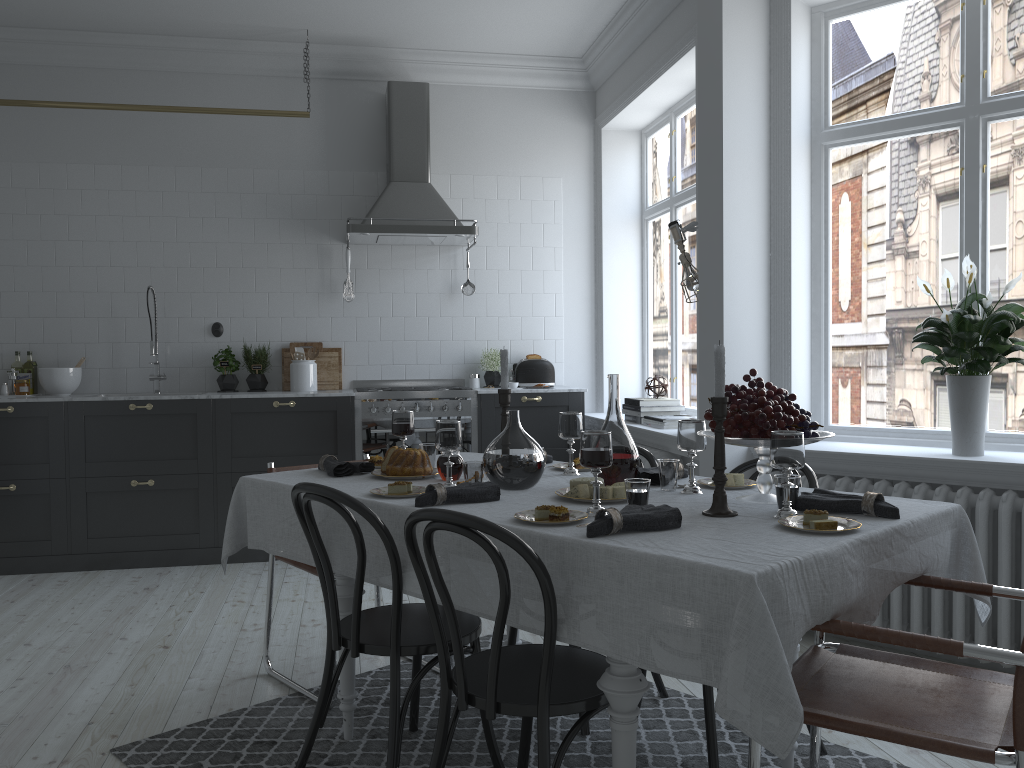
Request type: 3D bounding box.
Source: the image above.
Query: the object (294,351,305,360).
[{"bbox_3d":[-1.420,-0.084,5.869,0.054,0.262,0.149,-2,2,-36],"label":"object"}]

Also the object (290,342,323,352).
[{"bbox_3d":[-1.400,-0.119,6.042,0.220,0.330,0.041,-1,2,-11],"label":"object"}]

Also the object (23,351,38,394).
[{"bbox_3d":[-3.092,-0.070,5.709,0.089,0.282,0.082,-1,2,-11],"label":"object"}]

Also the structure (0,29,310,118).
[{"bbox_3d":[-2.269,-1.969,5.489,1.988,0.556,0.053,-1,2,-11],"label":"structure"}]

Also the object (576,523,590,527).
[{"bbox_3d":[0.206,0.333,2.148,0.131,0.012,0.031,-2,2,-43],"label":"object"}]

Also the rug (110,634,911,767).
[{"bbox_3d":[0.056,1.155,2.639,1.701,0.021,2.166,-2,2,-43],"label":"rug"}]

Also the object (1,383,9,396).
[{"bbox_3d":[-3.163,0.035,5.532,0.046,0.084,0.046,-1,2,-24],"label":"object"}]

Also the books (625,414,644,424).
[{"bbox_3d":[0.872,0.213,5.487,0.259,0.044,0.351,-1,2,-9],"label":"books"}]

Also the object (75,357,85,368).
[{"bbox_3d":[-2.826,-0.056,5.692,0.042,0.232,0.209,0,2,30],"label":"object"}]

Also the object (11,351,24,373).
[{"bbox_3d":[-3.173,-0.069,5.699,0.066,0.282,0.066,-1,2,-16],"label":"object"}]

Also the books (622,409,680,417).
[{"bbox_3d":[0.861,0.176,5.495,0.259,0.031,0.328,-1,2,-13],"label":"books"}]

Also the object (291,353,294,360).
[{"bbox_3d":[-1.417,-0.080,5.893,0.117,0.251,0.061,0,2,19],"label":"object"}]

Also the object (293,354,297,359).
[{"bbox_3d":[-1.402,-0.081,5.940,0.118,0.250,0.033,-1,2,-11],"label":"object"}]

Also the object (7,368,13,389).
[{"bbox_3d":[-3.173,-0.012,5.634,0.059,0.172,0.059,0,2,21],"label":"object"}]

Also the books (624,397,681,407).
[{"bbox_3d":[0.867,0.110,5.496,0.259,0.038,0.325,-1,2,-9],"label":"books"}]

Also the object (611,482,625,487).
[{"bbox_3d":[0.297,0.303,2.581,0.039,0.040,0.077,-2,2,-31],"label":"object"}]

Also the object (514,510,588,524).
[{"bbox_3d":[0.097,0.332,2.202,0.182,0.013,0.182,0,2,4],"label":"object"}]

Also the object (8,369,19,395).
[{"bbox_3d":[-3.134,-0.011,5.581,0.059,0.172,0.059,0,2,21],"label":"object"}]

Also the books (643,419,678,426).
[{"bbox_3d":[0.936,0.217,5.127,0.254,0.019,0.337,-1,2,-13],"label":"books"}]

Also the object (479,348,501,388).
[{"bbox_3d":[-0.135,-0.115,6.198,0.210,0.283,0.220,-1,2,2],"label":"object"}]

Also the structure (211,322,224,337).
[{"bbox_3d":[-1.981,-0.365,5.958,0.079,0.103,0.032,-1,2,-11],"label":"structure"}]

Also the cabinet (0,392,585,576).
[{"bbox_3d":[-1.472,0.580,5.769,3.897,1.012,0.646,-1,2,-11],"label":"cabinet"}]

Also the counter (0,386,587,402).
[{"bbox_3d":[-1.480,0.063,5.764,3.902,0.020,0.624,-1,2,-11],"label":"counter"}]

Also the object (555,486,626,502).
[{"bbox_3d":[0.250,0.319,2.540,0.251,0.018,0.251,-1,2,-11],"label":"object"}]

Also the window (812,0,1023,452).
[{"bbox_3d":[2.211,-0.737,3.523,2.079,2.080,0.061,1,2,42],"label":"window"}]

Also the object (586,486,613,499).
[{"bbox_3d":[0.243,0.308,2.479,0.077,0.040,0.040,0,2,8],"label":"object"}]

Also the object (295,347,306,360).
[{"bbox_3d":[-1.391,-0.101,5.913,0.064,0.290,0.141,-2,2,-37],"label":"object"}]

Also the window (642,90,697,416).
[{"bbox_3d":[1.135,-0.789,5.591,0.061,2.080,1.716,-1,2,-11],"label":"window"}]

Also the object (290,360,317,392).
[{"bbox_3d":[-1.387,-0.055,5.905,0.174,0.208,0.174,-1,2,-15],"label":"object"}]

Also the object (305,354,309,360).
[{"bbox_3d":[-1.369,-0.081,5.949,0.114,0.247,0.050,1,2,44],"label":"object"}]

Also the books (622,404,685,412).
[{"bbox_3d":[0.874,0.145,5.485,0.287,0.031,0.351,-1,2,-11],"label":"books"}]

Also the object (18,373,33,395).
[{"bbox_3d":[-3.109,0.002,5.657,0.077,0.141,0.044,-1,2,-11],"label":"object"}]

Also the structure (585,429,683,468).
[{"bbox_3d":[0.680,0.718,5.521,0.245,0.753,1.673,-1,2,-11],"label":"structure"}]

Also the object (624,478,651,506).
[{"bbox_3d":[0.316,0.288,2.233,0.066,0.094,0.066,-1,2,-22],"label":"object"}]

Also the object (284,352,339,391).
[{"bbox_3d":[-1.362,-0.085,6.025,0.360,0.261,0.053,-1,2,-11],"label":"object"}]

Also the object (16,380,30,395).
[{"bbox_3d":[-3.067,0.024,5.560,0.078,0.101,0.078,0,2,18],"label":"object"}]

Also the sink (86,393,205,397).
[{"bbox_3d":[-2.281,0.169,5.569,0.669,0.203,0.384,-1,2,-11],"label":"sink"}]

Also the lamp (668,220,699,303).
[{"bbox_3d":[0.868,-0.287,4.157,0.131,0.977,0.312,-2,2,-36],"label":"lamp"}]

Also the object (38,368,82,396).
[{"bbox_3d":[-2.879,-0.016,5.653,0.247,0.175,0.247,-1,2,3],"label":"object"}]

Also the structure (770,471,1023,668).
[{"bbox_3d":[1.763,0.770,3.446,1.710,0.753,0.245,1,2,42],"label":"structure"}]

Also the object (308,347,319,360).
[{"bbox_3d":[-1.361,-0.103,5.947,0.131,0.296,0.056,-2,2,-31],"label":"object"}]

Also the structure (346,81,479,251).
[{"bbox_3d":[-0.681,-1.457,5.900,0.843,1.079,0.567,-1,2,-11],"label":"structure"}]

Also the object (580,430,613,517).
[{"bbox_3d":[0.215,0.229,2.265,0.083,0.215,0.083,-1,2,-6],"label":"object"}]

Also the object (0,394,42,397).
[{"bbox_3d":[-3.119,0.071,5.622,0.180,0.008,0.272,-1,2,-11],"label":"object"}]

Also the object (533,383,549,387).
[{"bbox_3d":[0.188,0.012,5.989,0.119,0.031,0.074,0,2,22],"label":"object"}]

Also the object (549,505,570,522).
[{"bbox_3d":[0.116,0.319,2.178,0.036,0.039,0.051,0,2,29],"label":"object"}]

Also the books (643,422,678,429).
[{"bbox_3d":[0.936,0.236,5.122,0.254,0.019,0.343,-1,2,-11],"label":"books"}]

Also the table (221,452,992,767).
[{"bbox_3d":[0.125,0.738,2.729,1.210,0.842,2.179,-2,2,-44],"label":"table"}]

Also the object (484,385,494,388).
[{"bbox_3d":[-0.173,0.020,6.118,0.091,0.018,0.062,-1,2,-13],"label":"object"}]

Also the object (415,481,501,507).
[{"bbox_3d":[-0.139,0.304,2.476,0.165,0.061,0.247,0,2,29],"label":"object"}]

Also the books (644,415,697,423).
[{"bbox_3d":[0.946,0.200,5.125,0.274,0.016,0.341,-1,2,-9],"label":"books"}]

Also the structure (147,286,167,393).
[{"bbox_3d":[-2.294,-0.281,5.676,0.100,0.692,0.266,-1,2,-11],"label":"structure"}]

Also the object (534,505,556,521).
[{"bbox_3d":[0.084,0.319,2.203,0.057,0.037,0.021,-2,2,-30],"label":"object"}]

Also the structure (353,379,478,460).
[{"bbox_3d":[-0.653,0.525,5.922,0.779,1.096,0.651,-1,2,-11],"label":"structure"}]

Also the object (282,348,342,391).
[{"bbox_3d":[-1.369,-0.101,6.080,0.400,0.290,0.030,-1,2,-11],"label":"object"}]

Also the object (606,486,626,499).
[{"bbox_3d":[0.283,0.308,2.522,0.040,0.039,0.077,-2,2,-41],"label":"object"}]

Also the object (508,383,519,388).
[{"bbox_3d":[0.008,0.012,5.878,0.072,0.040,0.070,-1,2,-19],"label":"object"}]

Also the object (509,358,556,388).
[{"bbox_3d":[0.144,-0.081,6.254,0.326,0.207,0.219,-1,2,-6],"label":"object"}]

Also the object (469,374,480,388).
[{"bbox_3d":[-0.261,-0.019,6.191,0.072,0.095,0.072,1,2,34],"label":"object"}]
